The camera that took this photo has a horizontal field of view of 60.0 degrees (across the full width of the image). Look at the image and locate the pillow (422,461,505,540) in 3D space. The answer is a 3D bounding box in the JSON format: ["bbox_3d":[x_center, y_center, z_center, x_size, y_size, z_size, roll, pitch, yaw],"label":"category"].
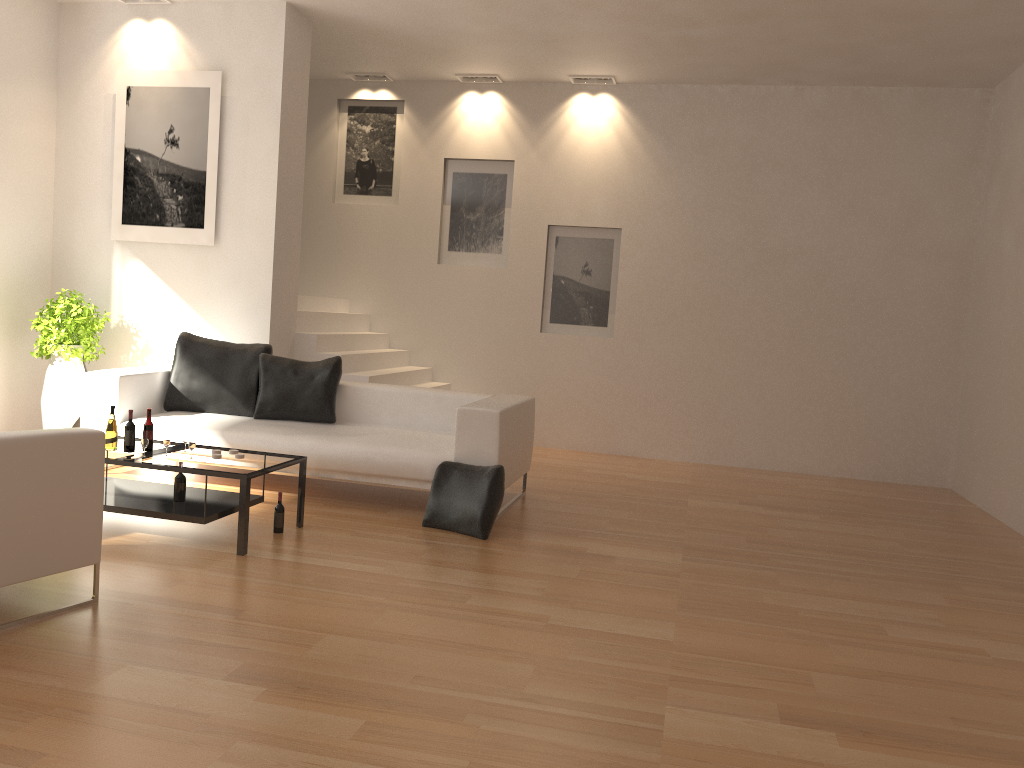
[{"bbox_3d":[-0.279,0.716,5.542,0.503,0.457,0.340,7,5,30],"label":"pillow"}]

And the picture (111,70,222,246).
[{"bbox_3d":[-2.919,-1.909,7.466,0.979,1.431,0.004,5,4,12],"label":"picture"}]

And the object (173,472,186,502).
[{"bbox_3d":[-1.882,0.561,5.029,0.065,0.217,0.065,4,4,-6],"label":"object"}]

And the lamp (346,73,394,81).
[{"bbox_3d":[-1.492,-3.307,9.338,0.446,0.166,0.243,5,4,12],"label":"lamp"}]

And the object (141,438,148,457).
[{"bbox_3d":[-2.031,0.352,4.900,0.039,0.101,0.039,1,5,-36],"label":"object"}]

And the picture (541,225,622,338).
[{"bbox_3d":[0.718,-1.060,9.190,0.802,1.155,0.005,5,4,12],"label":"picture"}]

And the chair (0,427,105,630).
[{"bbox_3d":[-2.728,0.499,3.639,1.671,0.761,1.262,6,5,27],"label":"chair"}]

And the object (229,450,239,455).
[{"bbox_3d":[-1.616,0.395,5.152,0.052,0.021,0.052,3,4,-10],"label":"object"}]

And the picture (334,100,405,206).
[{"bbox_3d":[-1.544,-2.504,9.599,0.802,1.155,0.005,5,4,12],"label":"picture"}]

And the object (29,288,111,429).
[{"bbox_3d":[-3.694,-0.133,7.395,0.570,1.324,0.631,6,5,27],"label":"object"}]

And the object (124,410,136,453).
[{"bbox_3d":[-2.160,0.267,5.016,0.059,0.244,0.059,5,4,12],"label":"object"}]

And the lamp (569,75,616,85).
[{"bbox_3d":[0.812,-3.107,8.845,0.446,0.166,0.243,5,4,12],"label":"lamp"}]

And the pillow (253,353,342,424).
[{"bbox_3d":[-1.617,0.031,6.728,0.628,0.524,0.270,4,4,-4],"label":"pillow"}]

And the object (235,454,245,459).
[{"bbox_3d":[-1.545,0.410,5.030,0.052,0.021,0.052,3,4,-10],"label":"object"}]

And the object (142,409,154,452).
[{"bbox_3d":[-2.089,0.266,5.095,0.057,0.248,0.057,7,5,30],"label":"object"}]

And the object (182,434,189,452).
[{"bbox_3d":[-1.893,0.344,5.143,0.039,0.101,0.039,2,5,-30],"label":"object"}]

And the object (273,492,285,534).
[{"bbox_3d":[-1.348,0.748,5.137,0.059,0.244,0.059,3,4,-11],"label":"object"}]

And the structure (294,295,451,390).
[{"bbox_3d":[-2.516,-0.213,8.941,4.625,1.403,1.839,5,4,12],"label":"structure"}]

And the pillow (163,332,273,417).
[{"bbox_3d":[-2.253,-0.048,6.841,0.755,0.666,0.346,4,4,-2],"label":"pillow"}]

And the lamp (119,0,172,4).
[{"bbox_3d":[-3.074,-3.267,7.316,0.446,0.166,0.243,5,4,12],"label":"lamp"}]

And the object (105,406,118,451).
[{"bbox_3d":[-2.271,0.251,5.032,0.068,0.257,0.067,7,5,30],"label":"object"}]

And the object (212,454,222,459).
[{"bbox_3d":[-1.655,0.406,4.973,0.052,0.021,0.052,7,5,34],"label":"object"}]

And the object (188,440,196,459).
[{"bbox_3d":[-1.784,0.367,4.942,0.039,0.101,0.039,2,5,-30],"label":"object"}]

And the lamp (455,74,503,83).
[{"bbox_3d":[-0.332,-3.206,9.090,0.446,0.166,0.243,5,4,12],"label":"lamp"}]

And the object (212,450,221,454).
[{"bbox_3d":[-1.703,0.392,5.113,0.052,0.021,0.052,3,4,-10],"label":"object"}]

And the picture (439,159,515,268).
[{"bbox_3d":[-0.372,-1.805,9.384,0.802,1.155,0.005,5,4,12],"label":"picture"}]

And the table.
[{"bbox_3d":[-2.073,0.616,5.115,1.566,0.460,0.709,5,4,12],"label":"table"}]

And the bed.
[{"bbox_3d":[-1.464,0.370,6.545,3.075,0.761,1.262,5,4,12],"label":"bed"}]

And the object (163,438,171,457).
[{"bbox_3d":[-1.935,0.354,4.969,0.039,0.101,0.039,2,5,-30],"label":"object"}]
